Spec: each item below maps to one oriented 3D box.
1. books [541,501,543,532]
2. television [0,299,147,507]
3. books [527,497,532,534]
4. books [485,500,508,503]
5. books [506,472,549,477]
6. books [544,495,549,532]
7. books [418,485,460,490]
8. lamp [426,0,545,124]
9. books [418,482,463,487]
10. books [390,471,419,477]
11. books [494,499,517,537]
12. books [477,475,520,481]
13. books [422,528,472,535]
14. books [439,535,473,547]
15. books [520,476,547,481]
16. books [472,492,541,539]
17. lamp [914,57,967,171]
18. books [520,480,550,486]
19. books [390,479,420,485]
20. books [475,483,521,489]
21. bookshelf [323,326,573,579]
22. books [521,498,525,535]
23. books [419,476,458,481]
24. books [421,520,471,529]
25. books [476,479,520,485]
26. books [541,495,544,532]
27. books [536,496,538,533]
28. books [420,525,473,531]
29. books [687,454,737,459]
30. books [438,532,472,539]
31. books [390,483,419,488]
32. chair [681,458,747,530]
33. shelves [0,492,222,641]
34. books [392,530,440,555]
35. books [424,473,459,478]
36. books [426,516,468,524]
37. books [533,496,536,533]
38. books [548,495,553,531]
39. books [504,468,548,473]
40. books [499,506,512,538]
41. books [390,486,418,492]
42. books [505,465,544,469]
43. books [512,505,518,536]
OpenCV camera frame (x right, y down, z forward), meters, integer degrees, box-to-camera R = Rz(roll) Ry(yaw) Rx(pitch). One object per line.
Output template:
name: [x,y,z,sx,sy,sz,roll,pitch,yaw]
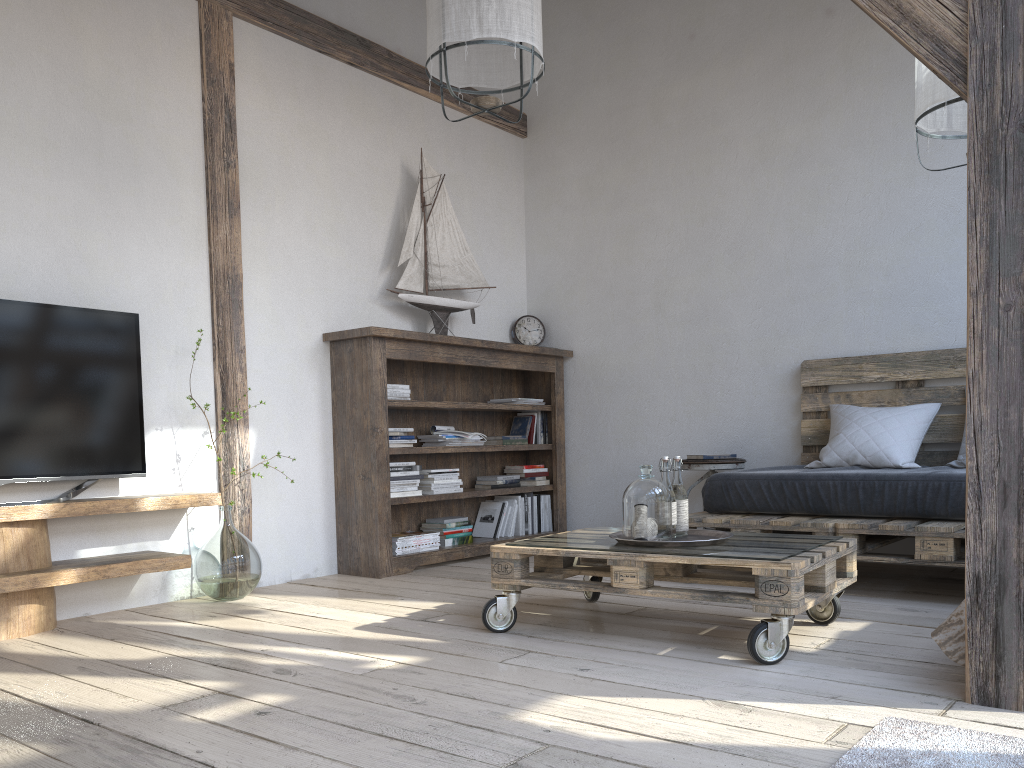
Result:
books: [0.126,0.797,5.296,0.139,0.186,0.018,-1,3,38]
television: [-1.783,0.062,2.986,0.206,0.708,1.101,1,0,38]
books: [0.045,0.775,5.201,0.158,0.220,0.021,-1,3,38]
books: [-0.114,0.774,5.054,0.157,0.206,0.107,-1,2,38]
books: [0.092,0.541,5.264,0.202,0.026,0.161,2,-5,-44]
books: [0.152,0.782,5.329,0.158,0.220,0.021,-1,3,38]
books: [-0.406,0.545,4.636,0.157,0.017,0.219,-4,-5,38]
lamp: [-0.100,-1.457,2.938,0.400,1.088,0.406,-2,2,-11]
books: [-0.394,0.528,4.648,0.157,0.017,0.219,-5,-5,43]
books: [-0.593,0.448,4.389,0.158,0.021,0.218,-4,-5,33]
books: [-0.059,0.771,5.069,0.157,0.213,0.090,-1,2,38]
books: [-0.080,0.541,5.070,0.152,0.024,0.228,-4,-5,34]
books: [-0.347,0.790,4.734,0.158,0.021,0.224,-4,-5,39]
books: [-0.348,0.841,4.736,0.173,0.039,0.223,-4,-5,38]
books: [0.082,0.565,5.260,0.205,0.021,0.150,-3,-4,27]
books: [-0.028,0.760,5.142,0.201,0.249,0.410,-1,-1,39]
lamp: [1.444,-1.446,2.678,0.407,1.523,0.398,-2,3,-10]
books: [0.092,0.591,5.263,0.219,0.030,0.161,-4,-4,31]
books: [-0.593,0.488,4.380,0.157,0.017,0.219,-5,-5,43]
books: [-0.084,0.587,5.064,0.227,0.024,0.152,2,-5,-43]
bookshelf: [-0.259,0.368,4.795,0.348,1.178,1.621,1,0,38]
books: [0.006,0.772,5.142,0.157,0.221,0.017,-1,3,38]
books: [-0.396,0.498,4.639,0.140,0.018,0.184,-4,-5,38]
books: [-0.354,0.755,4.748,0.174,0.025,0.221,-4,-5,33]
books: [-0.081,0.563,5.070,0.160,0.023,0.211,-4,-5,38]
books: [0.124,0.782,5.323,0.158,0.220,0.021,-1,3,38]
books: [0.083,0.779,5.271,0.158,0.220,0.021,-1,3,38]
books: [-0.352,0.774,4.749,0.174,0.013,0.229,-5,-5,41]
books: [1.029,0.375,4.540,0.204,0.021,0.150,0,-4,-23]
books: [-0.346,0.811,4.735,0.158,0.021,0.224,-4,-5,34]
books: [-0.598,0.507,4.398,0.157,0.017,0.219,-4,-5,38]
chair: [1.043,0.648,4.576,0.354,0.522,0.353,-1,1,42]
shelves: [-1.728,0.640,2.999,0.331,0.451,1.601,-1,-2,38]
books: [-0.549,0.802,4.462,0.238,0.088,0.316,-4,-4,38]
books: [-0.413,0.483,4.662,0.157,0.017,0.219,-5,-5,43]
books: [-0.348,0.733,4.749,0.133,0.021,0.199,-4,-5,37]
books: [0.075,0.776,5.229,0.157,0.221,0.017,-1,3,38]
books: [0.171,0.783,5.350,0.157,0.221,0.036,-1,3,38]
books: [0.082,0.517,5.260,0.158,0.021,0.218,-5,-5,42]
books: [-0.080,0.788,5.044,0.139,0.176,0.094,-1,1,38]
books: [-0.605,0.527,4.398,0.158,0.021,0.218,-4,-5,38]
books: [0.076,0.498,5.285,0.143,0.019,0.201,-4,-5,38]
books: [-0.034,0.787,5.094,0.139,0.184,0.065,-1,2,38]
